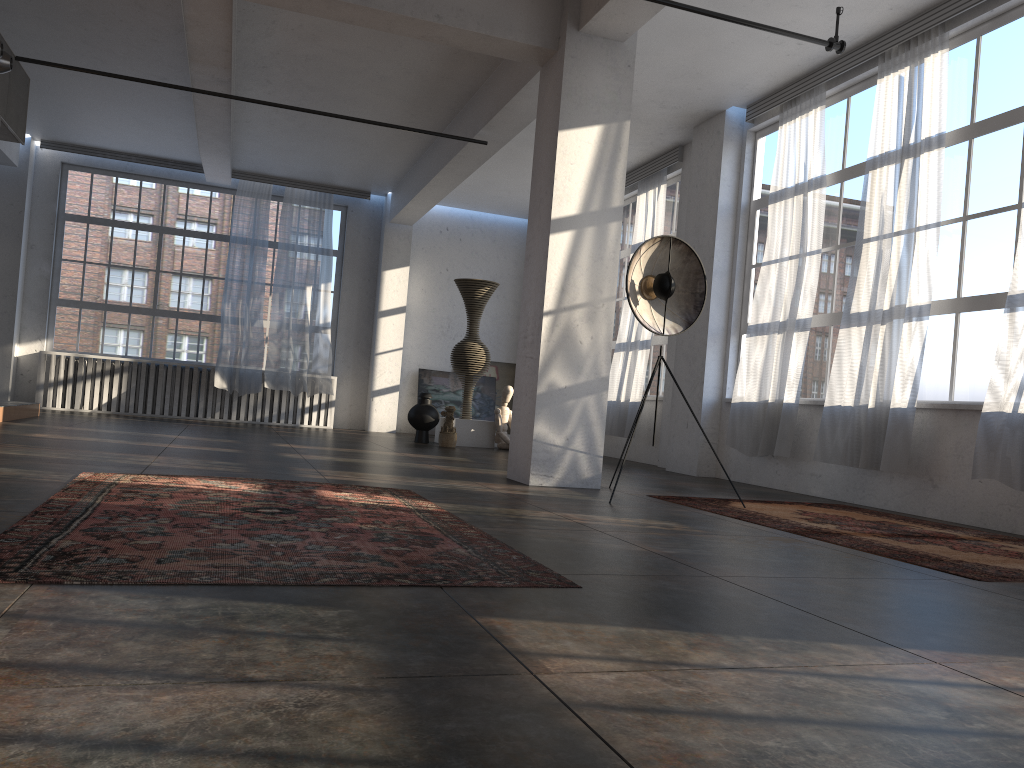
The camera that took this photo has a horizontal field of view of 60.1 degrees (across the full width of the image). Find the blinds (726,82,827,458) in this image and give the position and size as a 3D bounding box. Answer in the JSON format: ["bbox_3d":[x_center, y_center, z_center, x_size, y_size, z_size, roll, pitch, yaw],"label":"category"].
[{"bbox_3d":[2.630,-1.128,8.601,0.319,3.712,1.011,5,-1,-19],"label":"blinds"}]

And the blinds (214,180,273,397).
[{"bbox_3d":[-4.169,-1.581,13.892,0.702,3.558,0.864,5,-1,-19],"label":"blinds"}]

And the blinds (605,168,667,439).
[{"bbox_3d":[1.642,-1.120,11.667,0.366,3.674,1.017,5,-1,-19],"label":"blinds"}]

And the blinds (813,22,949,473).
[{"bbox_3d":[3.057,-1.132,7.181,0.366,3.674,1.017,5,-1,-19],"label":"blinds"}]

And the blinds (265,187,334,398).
[{"bbox_3d":[-3.265,-1.539,14.072,1.072,3.500,0.986,5,-1,-18],"label":"blinds"}]

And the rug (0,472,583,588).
[{"bbox_3d":[-1.087,0.575,3.917,1.880,0.029,2.845,5,-2,-18],"label":"rug"}]

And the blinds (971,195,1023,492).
[{"bbox_3d":[3.566,-1.147,5.582,0.344,3.696,1.020,5,-1,-21],"label":"blinds"}]

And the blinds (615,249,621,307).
[{"bbox_3d":[1.244,-1.118,12.928,0.319,3.712,1.011,5,-1,-19],"label":"blinds"}]

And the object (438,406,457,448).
[{"bbox_3d":[-0.826,0.586,11.534,0.238,0.600,0.221,5,-1,9],"label":"object"}]

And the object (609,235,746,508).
[{"bbox_3d":[1.035,-0.120,6.528,1.070,1.919,1.164,5,-1,-19],"label":"object"}]

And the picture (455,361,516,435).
[{"bbox_3d":[-0.470,0.277,15.652,1.163,1.386,0.250,5,-1,-20],"label":"picture"}]

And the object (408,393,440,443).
[{"bbox_3d":[-1.227,0.472,12.296,0.433,0.693,0.452,4,-1,36],"label":"object"}]

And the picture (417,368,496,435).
[{"bbox_3d":[-0.956,0.358,15.373,1.453,1.141,0.300,5,-1,-22],"label":"picture"}]

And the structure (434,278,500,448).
[{"bbox_3d":[-0.586,-0.278,12.506,0.686,2.326,0.740,5,-1,-19],"label":"structure"}]

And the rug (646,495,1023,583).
[{"bbox_3d":[2.334,0.906,5.475,1.841,0.009,3.086,5,-2,-19],"label":"rug"}]
